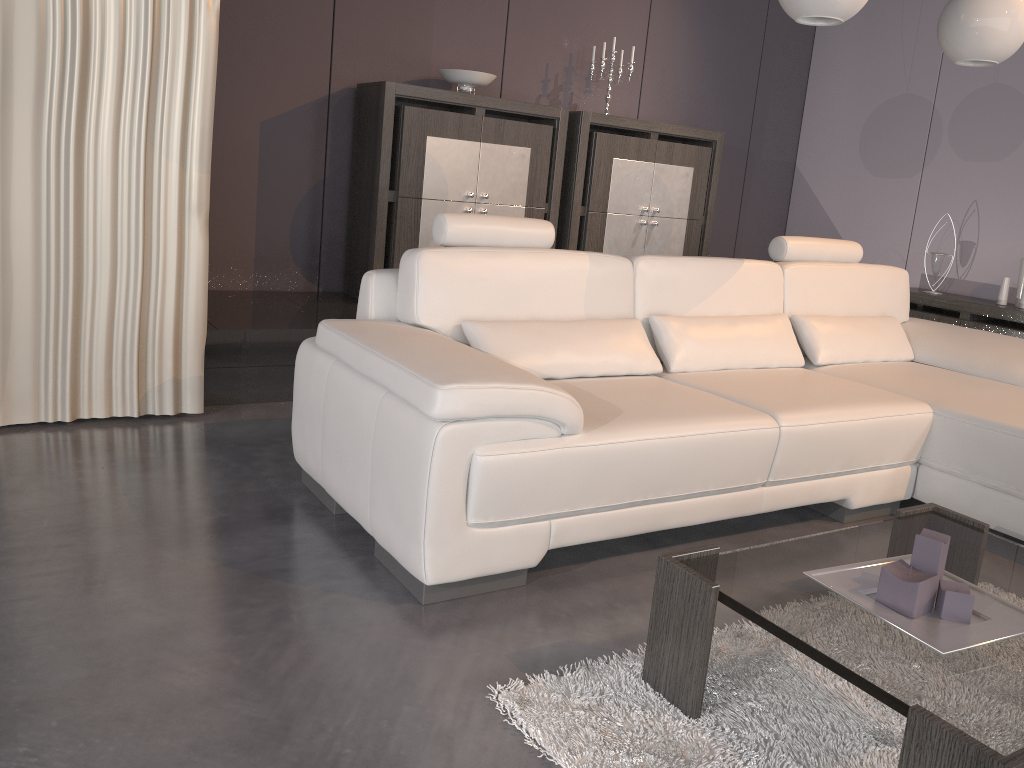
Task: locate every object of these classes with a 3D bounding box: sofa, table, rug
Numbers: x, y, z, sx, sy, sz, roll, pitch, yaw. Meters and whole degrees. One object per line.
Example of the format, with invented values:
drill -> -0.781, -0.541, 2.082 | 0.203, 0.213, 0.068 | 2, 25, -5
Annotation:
sofa -> 1.026, 0.038, 2.675 | 2.863, 0.851, 1.885 | -3, 15, -32
table -> 0.840, 0.531, 1.712 | 0.906, 0.268, 0.707 | -3, 15, -32
rug -> 0.810, 0.664, 1.737 | 1.527, 0.023, 0.924 | -3, 15, -32

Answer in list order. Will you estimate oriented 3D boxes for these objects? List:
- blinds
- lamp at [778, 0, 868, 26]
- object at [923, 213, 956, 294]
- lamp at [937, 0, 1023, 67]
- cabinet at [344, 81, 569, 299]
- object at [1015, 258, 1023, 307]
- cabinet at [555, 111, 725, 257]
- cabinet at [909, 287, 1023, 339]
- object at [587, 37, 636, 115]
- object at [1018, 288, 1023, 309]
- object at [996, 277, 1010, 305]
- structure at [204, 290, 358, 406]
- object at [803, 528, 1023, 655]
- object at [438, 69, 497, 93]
blinds -> -1.922, -1.265, 2.344 | 3.290, 2.970, 0.251 | -2, 13, -32
lamp -> 1.046, -1.844, 2.703 | 0.307, 1.403, 0.309 | 0, 12, -29
object -> 2.488, -0.760, 5.150 | 0.108, 0.461, 0.124 | -1, 12, -31
lamp -> 1.798, -1.882, 3.180 | 0.307, 1.403, 0.309 | 0, 12, -29
cabinet -> -0.276, -0.974, 4.704 | 1.073, 1.065, 0.415 | -2, 13, -32
object -> 2.791, -0.549, 4.812 | 0.089, 0.261, 0.090 | 9, 11, 18
cabinet -> 0.710, -1.023, 5.324 | 1.073, 1.065, 0.415 | -2, 13, -32
cabinet -> 2.602, -0.191, 4.989 | 0.377, 0.550, 1.082 | -2, 14, -32
object -> 0.562, -1.753, 5.067 | 0.229, 0.442, 0.232 | 3, 11, -15
object -> 2.744, -0.477, 4.724 | 0.051, 0.151, 0.051 | 13, 13, 35
object -> 2.680, -0.506, 4.825 | 0.051, 0.151, 0.051 | 13, 13, 35
structure -> -2.062, -0.152, 3.440 | 8.776, 0.298, 1.009 | -3, 15, -32
object -> 0.761, 0.349, 1.615 | 0.304, 0.135, 0.307 | -1, 14, -28
object -> -0.239, -1.560, 4.626 | 0.309, 0.115, 0.312 | 6, 13, 1
